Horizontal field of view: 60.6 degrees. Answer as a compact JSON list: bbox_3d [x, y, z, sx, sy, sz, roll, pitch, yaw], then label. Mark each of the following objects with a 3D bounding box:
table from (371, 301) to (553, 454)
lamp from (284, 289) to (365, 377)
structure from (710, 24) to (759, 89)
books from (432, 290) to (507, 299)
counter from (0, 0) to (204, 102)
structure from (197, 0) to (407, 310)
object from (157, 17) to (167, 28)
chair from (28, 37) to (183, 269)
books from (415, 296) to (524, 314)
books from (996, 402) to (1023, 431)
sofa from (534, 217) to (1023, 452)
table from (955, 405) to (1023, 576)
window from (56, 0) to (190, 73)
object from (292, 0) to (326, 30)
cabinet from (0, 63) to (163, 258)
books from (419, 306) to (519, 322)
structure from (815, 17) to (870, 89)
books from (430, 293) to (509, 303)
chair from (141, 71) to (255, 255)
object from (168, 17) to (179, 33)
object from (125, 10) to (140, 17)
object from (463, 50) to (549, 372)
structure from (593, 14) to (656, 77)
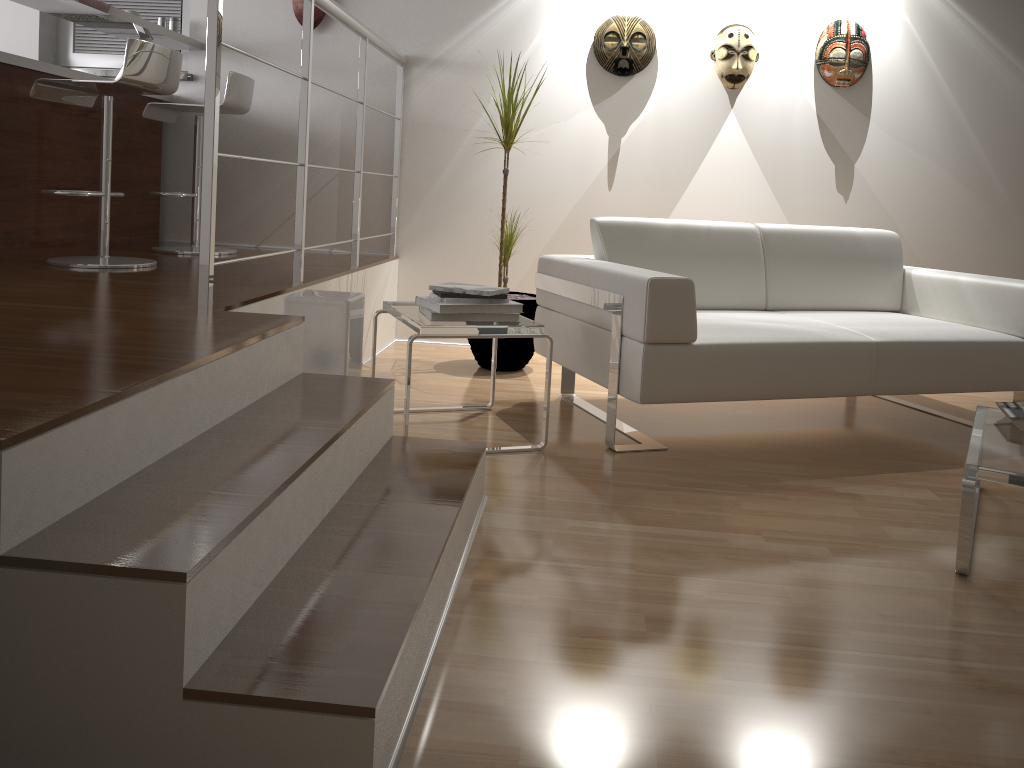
[{"bbox_3d":[-0.189,-0.042,2.943,0.464,0.394,0.561,0,10,-20],"label":"table"},{"bbox_3d":[-0.561,-0.030,2.607,0.199,0.475,0.194,3,4,5],"label":"lamp"},{"bbox_3d":[1.115,-1.635,4.353,0.243,0.325,0.131,4,4,5],"label":"structure"},{"bbox_3d":[-0.139,-0.294,2.841,0.216,0.014,0.155,0,12,-15],"label":"books"},{"bbox_3d":[-2.142,-1.498,3.816,0.839,0.313,2.144,4,12,4],"label":"counter"},{"bbox_3d":[-0.702,-0.955,3.441,0.057,1.031,2.368,3,11,4],"label":"structure"},{"bbox_3d":[-1.831,-1.861,4.583,0.052,0.108,0.053,2,5,-12],"label":"object"},{"bbox_3d":[-1.550,-0.883,3.371,0.426,0.838,0.393,4,5,9],"label":"chair"},{"bbox_3d":[-0.140,-0.260,2.843,0.287,0.027,0.231,-3,13,-25],"label":"books"},{"bbox_3d":[1.488,0.092,2.366,0.293,0.055,0.207,7,12,19],"label":"books"},{"bbox_3d":[1.072,-0.236,3.359,1.780,0.730,0.924,-1,10,-20],"label":"sofa"},{"bbox_3d":[1.500,0.298,2.127,0.706,0.245,0.804,9,13,29],"label":"table"},{"bbox_3d":[-2.101,-2.339,4.831,0.844,1.252,0.143,4,3,5],"label":"window"},{"bbox_3d":[-1.036,-2.221,4.534,0.151,0.780,0.152,0,5,-40],"label":"object"},{"bbox_3d":[-2.252,-0.952,3.741,0.634,0.737,1.884,4,11,4],"label":"cabinet"},{"bbox_3d":[-0.142,-0.233,2.844,0.287,0.027,0.232,0,12,-16],"label":"books"},{"bbox_3d":[1.648,-1.645,4.337,0.265,0.350,0.076,4,4,5],"label":"structure"},{"bbox_3d":[-0.139,-0.280,2.842,0.216,0.014,0.155,-3,13,-25],"label":"books"},{"bbox_3d":[-1.481,-1.049,4.163,0.426,0.838,0.392,3,5,0],"label":"chair"},{"bbox_3d":[-1.773,-1.860,4.585,0.052,0.110,0.053,2,5,-12],"label":"object"},{"bbox_3d":[-1.790,-1.736,4.141,0.068,0.045,0.080,11,13,41],"label":"object"},{"bbox_3d":[-0.045,-0.801,4.019,0.442,1.456,0.506,4,4,17],"label":"object"},{"bbox_3d":[0.569,-1.716,4.423,0.317,0.312,0.070,4,4,5],"label":"structure"}]
